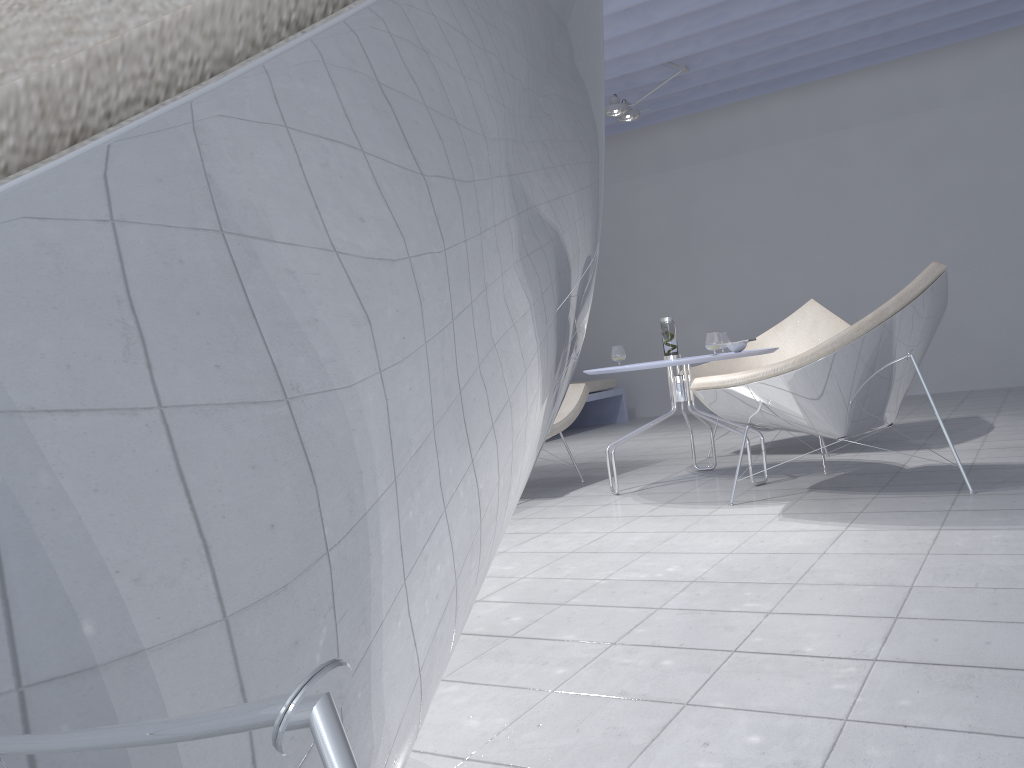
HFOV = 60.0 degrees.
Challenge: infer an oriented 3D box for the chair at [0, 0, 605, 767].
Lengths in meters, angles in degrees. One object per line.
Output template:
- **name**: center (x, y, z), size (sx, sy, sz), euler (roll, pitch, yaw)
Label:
- **chair**: center (-0.257, 0.226, 0.432), size (0.753, 0.759, 0.906), euler (-7, 1, 27)

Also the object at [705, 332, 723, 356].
- **object**: center (0.804, -0.159, 3.533), size (0.068, 0.091, 0.068), euler (-7, 1, 21)

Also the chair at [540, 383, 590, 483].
- **chair**: center (-0.164, 0.151, 4.169), size (0.753, 0.759, 0.906), euler (-6, 1, 35)

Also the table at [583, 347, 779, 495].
- **table**: center (0.748, 0.159, 3.803), size (0.825, 0.534, 0.823), euler (-7, 1, 9)

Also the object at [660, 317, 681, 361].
- **object**: center (0.682, -0.195, 3.837), size (0.075, 0.185, 0.075), euler (-7, 1, -5)

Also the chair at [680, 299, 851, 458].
- **chair**: center (1.431, -0.052, 4.565), size (0.753, 0.759, 0.906), euler (-8, 1, -44)

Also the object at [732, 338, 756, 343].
- **object**: center (0.946, -0.173, 3.614), size (0.098, 0.016, 0.012), euler (-6, 1, 31)

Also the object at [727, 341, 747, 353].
- **object**: center (0.924, -0.151, 3.635), size (0.082, 0.043, 0.082), euler (-6, 1, 33)

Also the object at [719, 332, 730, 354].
- **object**: center (0.944, -0.184, 3.988), size (0.068, 0.091, 0.068), euler (-7, 1, 21)

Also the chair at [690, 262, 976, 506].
- **chair**: center (1.200, 0.001, 3.129), size (0.906, 0.759, 0.753), euler (-8, 1, -41)

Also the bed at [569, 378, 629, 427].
- **bed**: center (-0.423, 0.298, 7.340), size (2.016, 0.427, 2.200), euler (-6, 1, 32)

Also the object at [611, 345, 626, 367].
- **object**: center (0.481, -0.127, 4.003), size (0.068, 0.091, 0.068), euler (-7, 1, 21)

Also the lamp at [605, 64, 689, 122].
- **lamp**: center (0.932, -1.997, 6.076), size (0.587, 0.218, 0.380), euler (-6, 1, 32)
